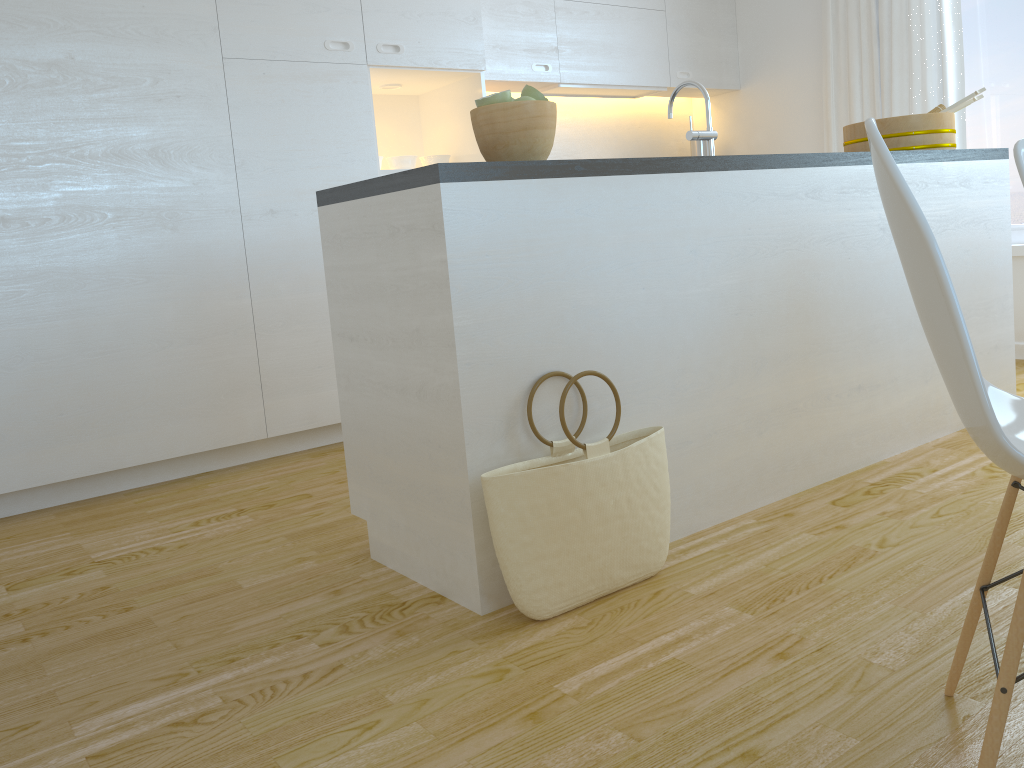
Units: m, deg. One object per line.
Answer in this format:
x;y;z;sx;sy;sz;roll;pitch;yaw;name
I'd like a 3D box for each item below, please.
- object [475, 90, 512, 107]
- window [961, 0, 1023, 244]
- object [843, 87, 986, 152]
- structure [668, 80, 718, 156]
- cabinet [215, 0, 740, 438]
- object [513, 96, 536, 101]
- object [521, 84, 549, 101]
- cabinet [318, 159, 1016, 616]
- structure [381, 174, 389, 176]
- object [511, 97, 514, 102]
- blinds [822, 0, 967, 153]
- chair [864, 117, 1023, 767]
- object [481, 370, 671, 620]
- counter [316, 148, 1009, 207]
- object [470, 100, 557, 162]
-0.043;-0.647;2.047;0.084;0.065;0.086;-9;9;-23;object
2.829;-1.555;3.513;0.089;1.905;2.733;-9;9;-35;window
1.437;-0.934;3.242;0.430;0.213;0.381;-6;9;-7;object
0.457;-0.704;2.368;0.097;0.214;0.162;-10;8;-35;structure
0.092;-1.210;4.455;3.218;2.285;0.482;-11;8;-35;cabinet
0.034;-0.628;2.069;0.081;0.085;0.098;-3;8;19;object
0.057;-0.683;2.124;0.074;0.071;0.078;-7;8;-11;object
0.683;-0.182;2.768;2.413;0.904;0.602;-11;9;-35;cabinet
-0.299;-0.634;3.912;0.563;0.592;0.049;-10;8;-35;structure
-0.015;-0.649;2.133;0.102;0.098;0.087;-7;8;-15;object
1.863;-1.811;4.471;0.151;2.146;0.796;-9;8;-36;blinds
0.748;0.089;1.113;0.522;0.895;0.433;-2;7;24;chair
0.558;0.222;1.670;1.189;0.498;0.475;0;9;32;object
0.641;-0.650;2.720;2.413;0.040;0.602;-12;11;-35;counter
0.009;-0.582;2.096;0.204;0.141;0.207;-3;9;16;object
